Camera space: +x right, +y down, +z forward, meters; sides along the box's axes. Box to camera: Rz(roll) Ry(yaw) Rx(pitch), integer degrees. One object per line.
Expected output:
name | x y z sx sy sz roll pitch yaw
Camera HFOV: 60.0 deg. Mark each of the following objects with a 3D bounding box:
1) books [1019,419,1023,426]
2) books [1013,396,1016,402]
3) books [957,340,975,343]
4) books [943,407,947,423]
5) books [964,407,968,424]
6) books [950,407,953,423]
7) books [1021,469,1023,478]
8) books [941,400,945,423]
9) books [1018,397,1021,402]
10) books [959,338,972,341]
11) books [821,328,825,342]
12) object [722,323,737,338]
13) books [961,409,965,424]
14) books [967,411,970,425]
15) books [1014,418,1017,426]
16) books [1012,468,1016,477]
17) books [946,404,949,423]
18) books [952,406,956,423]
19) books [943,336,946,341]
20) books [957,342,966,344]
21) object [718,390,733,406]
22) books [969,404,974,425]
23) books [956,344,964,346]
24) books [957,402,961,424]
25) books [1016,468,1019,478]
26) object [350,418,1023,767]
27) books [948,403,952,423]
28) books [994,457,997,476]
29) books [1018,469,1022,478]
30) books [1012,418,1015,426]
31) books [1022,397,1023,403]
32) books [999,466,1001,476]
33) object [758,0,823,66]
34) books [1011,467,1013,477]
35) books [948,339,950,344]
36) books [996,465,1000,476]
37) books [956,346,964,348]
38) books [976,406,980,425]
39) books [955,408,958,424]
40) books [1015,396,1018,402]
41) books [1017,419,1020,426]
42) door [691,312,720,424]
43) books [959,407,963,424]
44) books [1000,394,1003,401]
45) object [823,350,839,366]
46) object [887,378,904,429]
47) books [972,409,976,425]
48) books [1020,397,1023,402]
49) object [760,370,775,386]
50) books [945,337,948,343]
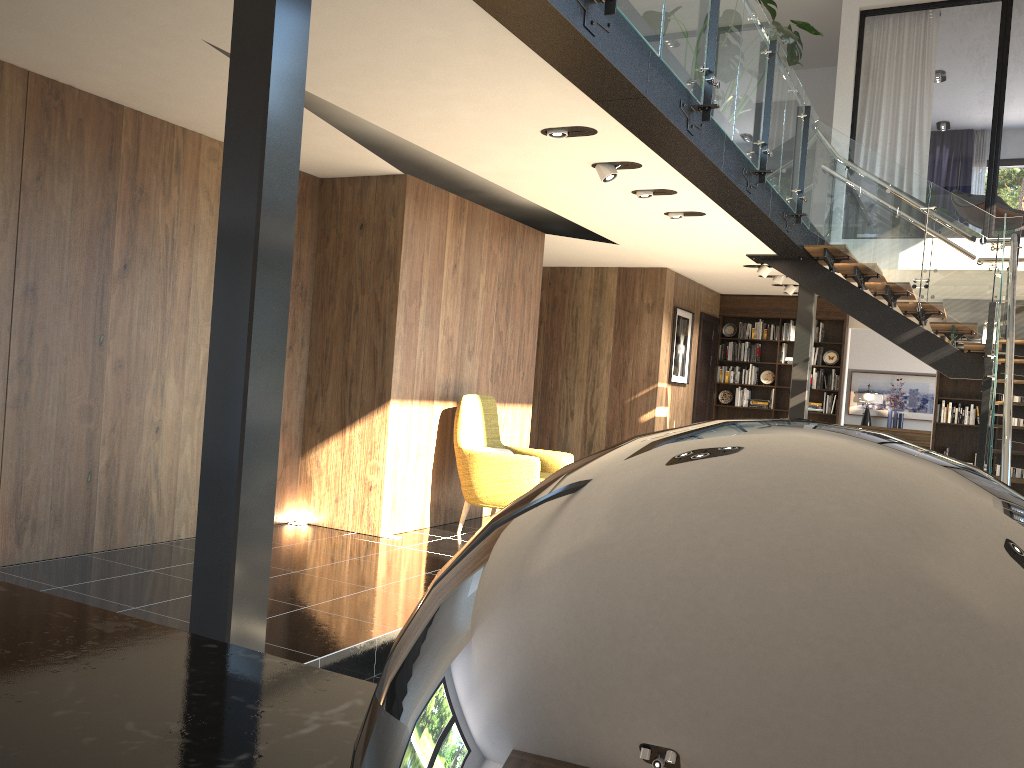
books | 6.220 0.425 10.824 0.036 0.244 0.194 5 1 28
books | 6.174 0.106 10.892 0.027 0.239 0.153 5 1 28
books | 5.750 -0.528 11.165 0.270 0.025 0.156 4 0 28
books | 5.495 0.393 11.250 0.028 0.199 0.175 5 1 28
books | 5.709 0.398 11.144 0.030 0.222 0.190 5 1 28
books | 5.571 0.395 11.227 0.022 0.207 0.130 5 1 28
books | 6.224 1.058 10.817 0.023 0.246 0.149 5 1 28
books | 5.475 0.350 11.264 0.028 0.282 0.169 5 1 28
books | 6.227 0.129 10.881 0.026 0.201 0.146 5 1 28
books | 5.746 -0.556 11.154 0.285 0.030 0.176 4 0 27
books | 4.211 -0.653 12.003 0.022 0.195 0.135 5 1 28
object | 3.073 -0.753 12.524 0.212 0.222 0.082 5 1 28
books | 5.686 0.411 11.169 0.033 0.193 0.172 5 1 28
books | 5.738 0.426 11.141 0.027 0.171 0.146 5 1 28
books | 6.163 0.433 10.845 0.023 0.218 0.196 5 1 28
books | 6.160 1.027 10.871 0.032 0.298 0.169 5 1 28
books | 5.529 0.373 11.255 0.023 0.245 0.159 5 1 28
books | 5.593 0.387 11.215 0.028 0.227 0.136 5 1 28
books | 5.511 -0.589 11.291 0.026 0.263 0.156 5 1 28
books | 5.745 -0.503 11.161 0.250 0.026 0.148 4 0 32
object | 3.025 0.193 12.553 0.212 0.222 0.082 5 1 28
books | 5.756 0.385 11.109 0.029 0.256 0.167 5 1 28
books | 5.743 -0.477 11.160 0.273 0.025 0.156 4 0 25
books | 5.639 0.368 11.187 0.029 0.272 0.152 5 1 28
books | 6.173 1.050 10.837 0.025 0.255 0.202 5 1 28
object | 0.069 0.123 0.240 0.227 0.228 0.227 4 0 -12
books | 5.544 0.367 11.227 0.029 0.258 0.181 5 1 28
books | 5.983 1.031 10.976 0.026 0.263 0.156 5 1 28
books | 6.208 1.027 10.840 0.032 0.306 0.155 5 1 28
books | 6.158 0.400 10.889 0.030 0.284 0.176 5 1 28
books | 6.264 0.110 10.844 0.030 0.244 0.142 5 1 28
books | 6.027 1.035 10.925 0.030 0.262 0.173 5 1 28
object | 1.744 -2.451 7.235 1.464 1.554 1.260 4 1 16
books | 6.132 1.034 10.887 0.031 0.280 0.141 5 1 28
books | 5.551 -0.563 11.252 0.021 0.217 0.180 5 1 28
books | 5.996 1.008 10.931 0.035 0.312 0.160 5 1 28
books | 5.740 -0.452 11.158 0.268 0.026 0.156 4 0 32
books | 5.823 0.400 11.079 0.070 0.236 0.206 5 1 28
books | 5.611 0.403 11.196 0.024 0.197 0.173 5 1 28
books | 6.196 0.098 10.874 0.028 0.258 0.208 5 1 28
books | 6.202 0.423 10.861 0.030 0.245 0.166 5 1 28
door | 2.580 0.235 12.097 0.104 2.348 0.931 5 1 28
books | 5.665 0.398 11.187 0.021 0.216 0.170 5 1 28
books | 6.059 0.103 10.969 0.030 0.228 0.176 5 1 28
object | 4.277 -0.346 11.894 0.212 0.222 0.082 5 1 28
object | 6.402 0.327 14.764 0.272 0.860 0.270 5 1 42
books | 5.791 0.413 11.117 0.029 0.205 0.170 5 1 28
books | 6.247 0.128 10.868 0.020 0.206 0.147 5 1 28
object | 3.541 -0.085 12.291 0.212 0.222 0.082 5 1 28
books | 5.532 -0.581 11.271 0.032 0.250 0.167 5 1 28
